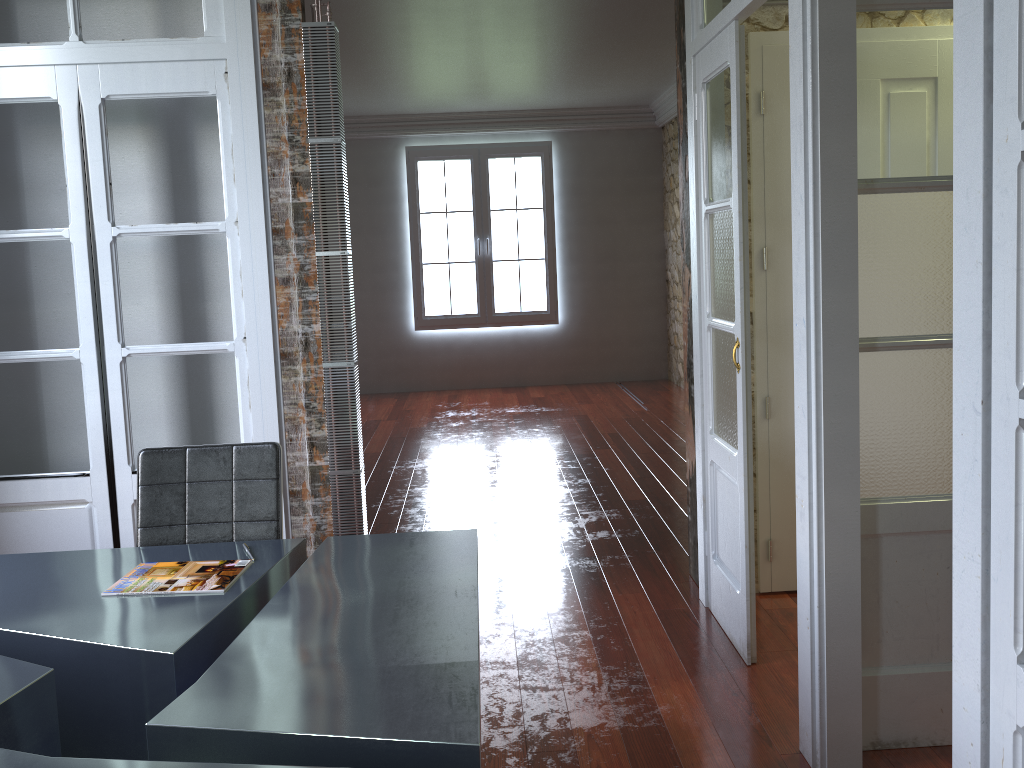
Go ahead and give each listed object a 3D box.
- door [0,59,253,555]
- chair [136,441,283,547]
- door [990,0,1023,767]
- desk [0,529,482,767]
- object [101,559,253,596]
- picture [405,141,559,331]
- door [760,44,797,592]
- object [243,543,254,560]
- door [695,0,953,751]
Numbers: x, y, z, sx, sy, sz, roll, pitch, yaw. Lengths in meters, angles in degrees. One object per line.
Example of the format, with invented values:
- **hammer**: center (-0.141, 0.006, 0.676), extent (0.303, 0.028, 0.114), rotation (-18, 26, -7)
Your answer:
- **door**: center (-1.476, -0.042, 3.206), extent (1.160, 2.171, 0.041), rotation (-3, 5, -2)
- **chair**: center (-0.884, 0.678, 2.447), extent (0.475, 0.915, 0.605), rotation (-3, 6, -2)
- **door**: center (0.869, 0.171, 1.025), extent (0.041, 2.169, 1.063), rotation (-3, 6, -2)
- **desk**: center (-0.772, 0.903, 1.739), extent (1.445, 0.650, 1.723), rotation (-3, 8, -2)
- **object**: center (-0.854, 0.499, 2.280), extent (0.307, 0.012, 0.225), rotation (-2, 8, 2)
- **picture**: center (-0.315, -1.601, 9.601), extent (1.580, 1.978, 0.128), rotation (-3, 5, -2)
- **door**: center (1.452, -0.257, 3.615), extent (0.869, 2.207, 0.146), rotation (-3, 5, -2)
- **object**: center (-0.728, 0.464, 2.448), extent (0.011, 0.011, 0.150), rotation (-6, 9, -26)
- **door**: center (0.833, -0.092, 2.867), extent (0.483, 2.171, 1.191), rotation (-5, 6, -28)
